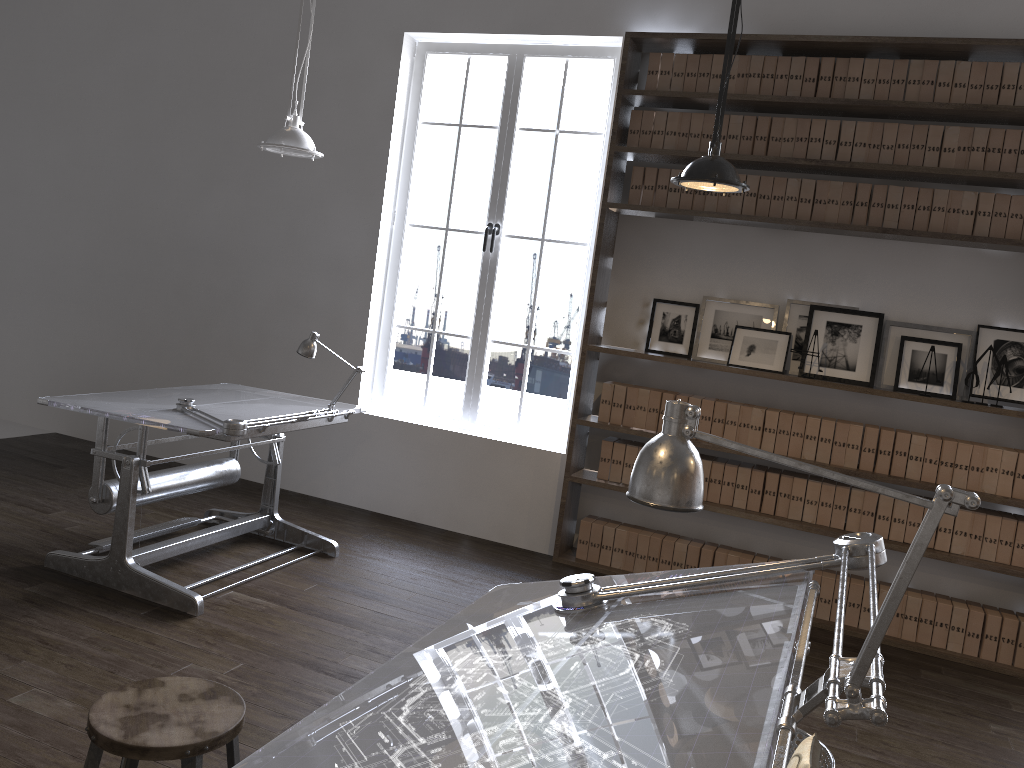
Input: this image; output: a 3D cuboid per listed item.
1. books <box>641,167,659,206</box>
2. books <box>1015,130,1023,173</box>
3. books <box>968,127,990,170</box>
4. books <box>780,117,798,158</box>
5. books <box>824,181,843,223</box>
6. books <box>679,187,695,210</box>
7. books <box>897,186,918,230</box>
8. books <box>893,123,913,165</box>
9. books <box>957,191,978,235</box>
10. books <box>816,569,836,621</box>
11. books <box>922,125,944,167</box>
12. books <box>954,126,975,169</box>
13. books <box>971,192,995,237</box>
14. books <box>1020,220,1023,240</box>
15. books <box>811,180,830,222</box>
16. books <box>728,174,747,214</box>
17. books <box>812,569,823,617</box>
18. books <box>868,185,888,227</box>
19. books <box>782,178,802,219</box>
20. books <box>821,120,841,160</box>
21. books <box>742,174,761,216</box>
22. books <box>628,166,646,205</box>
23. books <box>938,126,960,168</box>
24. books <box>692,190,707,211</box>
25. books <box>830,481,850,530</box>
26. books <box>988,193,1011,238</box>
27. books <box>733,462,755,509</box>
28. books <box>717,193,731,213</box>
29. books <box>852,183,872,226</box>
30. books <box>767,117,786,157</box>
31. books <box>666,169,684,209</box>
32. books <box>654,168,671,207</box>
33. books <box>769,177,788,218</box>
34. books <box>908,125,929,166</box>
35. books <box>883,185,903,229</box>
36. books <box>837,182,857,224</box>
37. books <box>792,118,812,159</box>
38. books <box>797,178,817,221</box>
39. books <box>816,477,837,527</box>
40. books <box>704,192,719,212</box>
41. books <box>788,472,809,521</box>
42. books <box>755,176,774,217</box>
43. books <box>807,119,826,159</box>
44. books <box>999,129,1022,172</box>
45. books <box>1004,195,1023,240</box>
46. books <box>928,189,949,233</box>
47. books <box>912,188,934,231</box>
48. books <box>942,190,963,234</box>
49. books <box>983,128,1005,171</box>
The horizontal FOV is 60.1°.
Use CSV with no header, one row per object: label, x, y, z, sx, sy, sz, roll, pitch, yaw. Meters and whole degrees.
books,0.792,-1.098,5.004,0.067,0.225,0.175,9,4,21
books,2.503,-1.111,4.327,0.067,0.225,0.174,9,4,21
books,2.310,-1.145,4.401,0.067,0.225,0.175,9,4,21
books,1.486,-1.291,4.732,0.067,0.225,0.175,9,4,21
books,1.690,-0.939,4.652,0.067,0.225,0.175,9,4,21
books,0.993,-1.063,4.930,0.067,0.225,0.174,9,4,21
books,2.019,-0.882,4.524,0.067,0.225,0.174,9,4,21
books,1.997,-1.201,4.533,0.067,0.225,0.174,9,4,21
books,2.265,-0.838,4.424,0.067,0.225,0.175,9,4,21
books,1.655,1.108,4.668,0.067,0.225,0.175,9,4,21
books,2.124,-1.178,4.476,0.067,0.225,0.175,9,4,21
books,2.250,-1.156,4.430,0.067,0.225,0.175,9,4,21
books,2.331,-0.826,4.395,0.067,0.225,0.175,9,4,21
books,2.524,-0.792,4.321,0.067,0.225,0.174,9,4,21
books,1.630,-0.949,4.671,0.067,0.225,0.175,9,4,21
books,1.239,-1.019,4.830,0.067,0.225,0.175,9,4,21
books,1.595,1.097,4.696,0.067,0.225,0.175,9,4,21
books,1.889,-0.905,4.576,0.067,0.225,0.175,9,4,21
books,1.498,-0.973,4.727,0.067,0.225,0.174,9,4,21
books,1.677,-1.257,4.655,0.067,0.225,0.174,9,4,21
books,1.305,-1.007,4.801,0.067,0.225,0.175,9,4,21
books,0.725,-1.110,5.036,0.067,0.225,0.175,9,4,21
books,2.191,-1.166,4.452,0.067,0.225,0.175,9,4,21
books,1.058,-1.051,4.904,0.067,0.225,0.175,9,4,21
books,1.723,0.632,4.645,0.067,0.225,0.175,9,4,21
books,2.397,-0.815,4.373,0.067,0.225,0.175,9,4,21
books,1.263,0.552,4.823,0.067,0.225,0.174,9,4,21
books,1.181,-1.029,4.854,0.067,0.225,0.175,9,4,21
books,1.818,-0.917,4.598,0.067,0.225,0.175,9,4,21
books,1.427,-1.301,4.758,0.067,0.225,0.175,9,4,21
books,0.926,-1.074,4.952,0.067,0.225,0.174,9,4,21
books,0.863,-1.086,4.982,0.067,0.225,0.175,9,4,21
books,1.436,-0.985,4.756,0.067,0.225,0.174,9,4,21
books,2.061,-1.189,4.505,0.067,0.225,0.175,9,4,21
books,1.952,-0.893,4.546,0.067,0.225,0.174,9,4,21
books,1.751,-0.929,4.630,0.067,0.225,0.175,9,4,21
books,1.542,-1.280,4.705,0.067,0.225,0.175,9,4,21
books,1.564,-0.961,4.697,0.067,0.225,0.175,9,4,21
books,1.659,0.621,4.672,0.067,0.225,0.174,9,4,21
books,1.118,-1.040,4.874,0.067,0.225,0.175,9,4,21
books,1.526,0.598,4.717,0.067,0.225,0.175,9,4,21
books,1.371,-0.996,4.780,0.067,0.225,0.175,9,4,21
books,1.609,-1.268,4.678,0.067,0.225,0.175,9,4,21
books,2.439,-1.123,4.357,0.067,0.225,0.174,9,4,21
books,2.462,-0.804,4.350,0.067,0.225,0.174,9,4,21
books,2.144,-0.859,4.468,0.067,0.225,0.175,9,4,21
books,2.084,-0.870,4.498,0.067,0.225,0.175,9,4,21
books,2.207,-0.848,4.448,0.067,0.225,0.175,9,4,21
books,2.374,-1.134,4.382,0.067,0.225,0.175,9,4,21
